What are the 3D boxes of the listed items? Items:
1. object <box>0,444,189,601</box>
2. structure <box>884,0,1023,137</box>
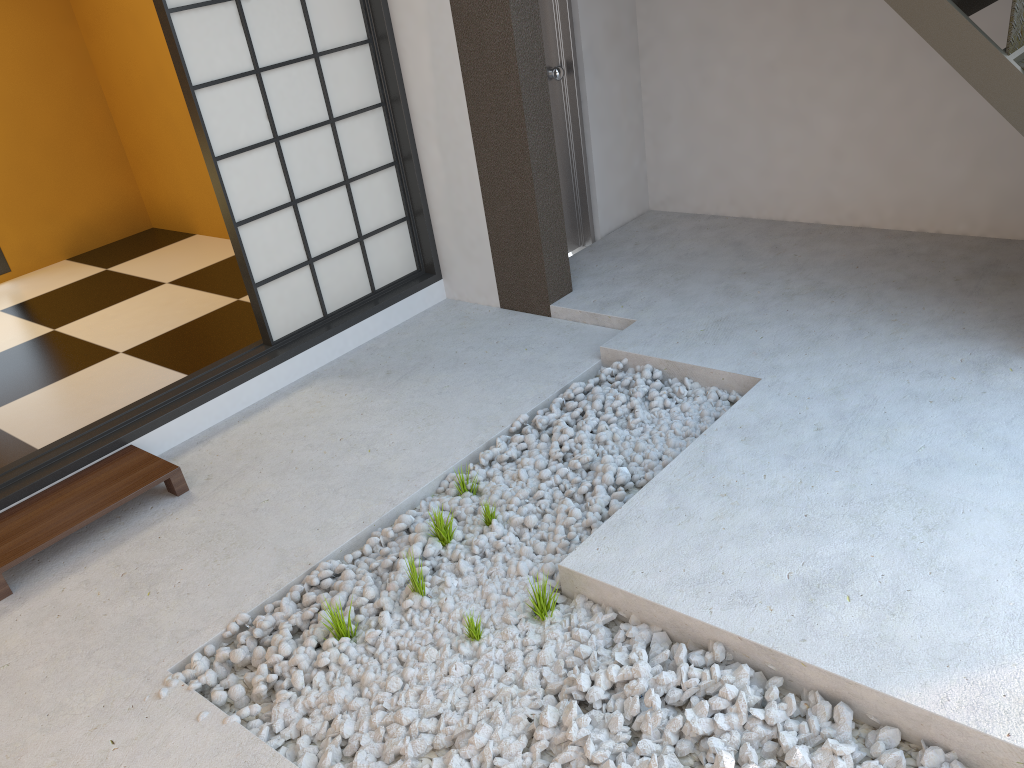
[{"bbox_3d":[-1.526,0.457,3.054,0.345,0.105,0.684,16,37,39],"label":"object"},{"bbox_3d":[0.074,-2.506,3.648,6.460,4.113,1.127,15,38,38],"label":"structure"}]
